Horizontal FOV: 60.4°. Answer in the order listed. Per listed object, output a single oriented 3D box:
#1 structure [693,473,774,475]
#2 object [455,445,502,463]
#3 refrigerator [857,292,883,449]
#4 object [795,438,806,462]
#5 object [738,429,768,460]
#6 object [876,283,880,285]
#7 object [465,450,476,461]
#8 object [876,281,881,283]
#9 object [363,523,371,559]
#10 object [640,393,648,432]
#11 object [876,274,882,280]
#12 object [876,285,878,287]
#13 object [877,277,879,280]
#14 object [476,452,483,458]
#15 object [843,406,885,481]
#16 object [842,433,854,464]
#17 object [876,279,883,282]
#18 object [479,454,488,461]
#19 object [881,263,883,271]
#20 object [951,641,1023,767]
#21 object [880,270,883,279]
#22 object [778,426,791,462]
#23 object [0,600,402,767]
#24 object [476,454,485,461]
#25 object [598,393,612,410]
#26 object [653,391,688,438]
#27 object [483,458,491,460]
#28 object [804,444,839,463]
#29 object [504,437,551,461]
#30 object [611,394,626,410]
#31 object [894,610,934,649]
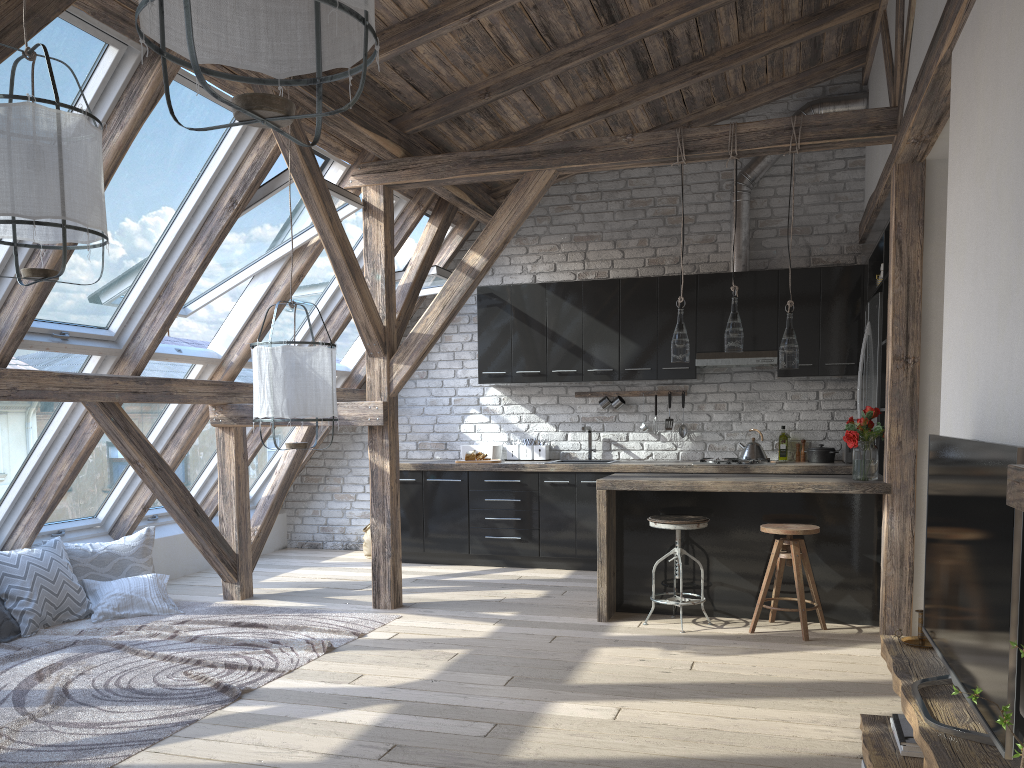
[{"bbox_3d":[1.724,0.970,6.816,0.587,0.594,0.581,0,2,17],"label":"structure"},{"bbox_3d":[-0.265,0.587,7.427,0.381,0.134,0.588,-1,-2,6],"label":"object"},{"bbox_3d":[2.665,0.427,5.651,0.851,1.937,0.936,1,4,17],"label":"refrigerator"},{"bbox_3d":[2.260,0.516,6.888,0.080,0.185,0.039,2,5,30],"label":"object"},{"bbox_3d":[1.839,0.458,6.703,0.222,0.237,0.220,0,2,7],"label":"object"},{"bbox_3d":[2.388,-0.630,5.583,0.148,0.026,0.148,1,-2,-31],"label":"object"},{"bbox_3d":[-0.344,0.590,7.269,0.090,0.088,0.086,-1,2,-6],"label":"object"},{"bbox_3d":[2.388,-0.641,5.582,0.148,0.026,0.148,1,-2,-31],"label":"object"},{"bbox_3d":[-1.194,1.338,7.816,0.392,0.392,0.336,1,2,43],"label":"object"},{"bbox_3d":[1.085,0.233,7.217,0.071,0.329,0.065,1,5,17],"label":"object"},{"bbox_3d":[2.433,-0.681,5.719,0.105,0.068,0.094,-1,0,-45],"label":"object"},{"bbox_3d":[2.389,-0.618,5.584,0.148,0.023,0.148,-3,-3,44],"label":"object"},{"bbox_3d":[2.543,-0.682,5.916,0.207,0.175,0.186,-1,1,-32],"label":"object"},{"bbox_3d":[-0.271,0.601,7.325,0.074,0.067,0.079,-1,1,-11],"label":"object"},{"bbox_3d":[1.962,0.329,4.895,0.311,0.418,0.250,-3,4,-40],"label":"object"},{"bbox_3d":[2.550,0.482,6.632,0.088,0.228,0.350,1,0,17],"label":"object"},{"bbox_3d":[2.388,-0.653,5.581,0.148,0.026,0.148,1,-2,-31],"label":"object"},{"bbox_3d":[-0.236,0.605,7.281,0.073,0.055,0.082,-1,0,-7],"label":"object"},{"bbox_3d":[2.384,-0.730,5.566,0.094,0.068,0.105,-1,0,3],"label":"object"},{"bbox_3d":[0.850,0.708,1.359,0.275,1.129,0.511,0,4,4],"label":"object"},{"bbox_3d":[2.390,-0.685,5.573,0.106,0.068,0.094,-1,0,28],"label":"object"},{"bbox_3d":[2.139,0.468,6.901,0.089,0.285,0.081,0,5,12],"label":"object"},{"bbox_3d":[-2.198,1.380,4.274,2.187,0.057,3.176,-1,-2,18],"label":"object"},{"bbox_3d":[-0.261,0.603,7.267,0.072,0.058,0.083,-1,0,-7],"label":"object"},{"bbox_3d":[0.776,0.146,7.299,0.117,0.140,0.092,0,3,19],"label":"object"},{"bbox_3d":[1.279,0.250,7.126,0.282,0.384,0.069,0,5,17],"label":"object"},{"bbox_3d":[-0.207,0.625,7.292,0.068,0.017,0.077,0,-2,-5],"label":"object"},{"bbox_3d":[2.369,0.531,6.742,0.247,0.142,0.208,-1,0,16],"label":"object"},{"bbox_3d":[0.141,0.552,7.499,0.405,0.202,0.146,-1,2,19],"label":"object"},{"bbox_3d":[0.878,0.144,7.259,0.117,0.140,0.092,1,3,34],"label":"object"},{"bbox_3d":[1.372,0.815,2.941,0.139,0.113,0.139,-1,1,0],"label":"object"}]
